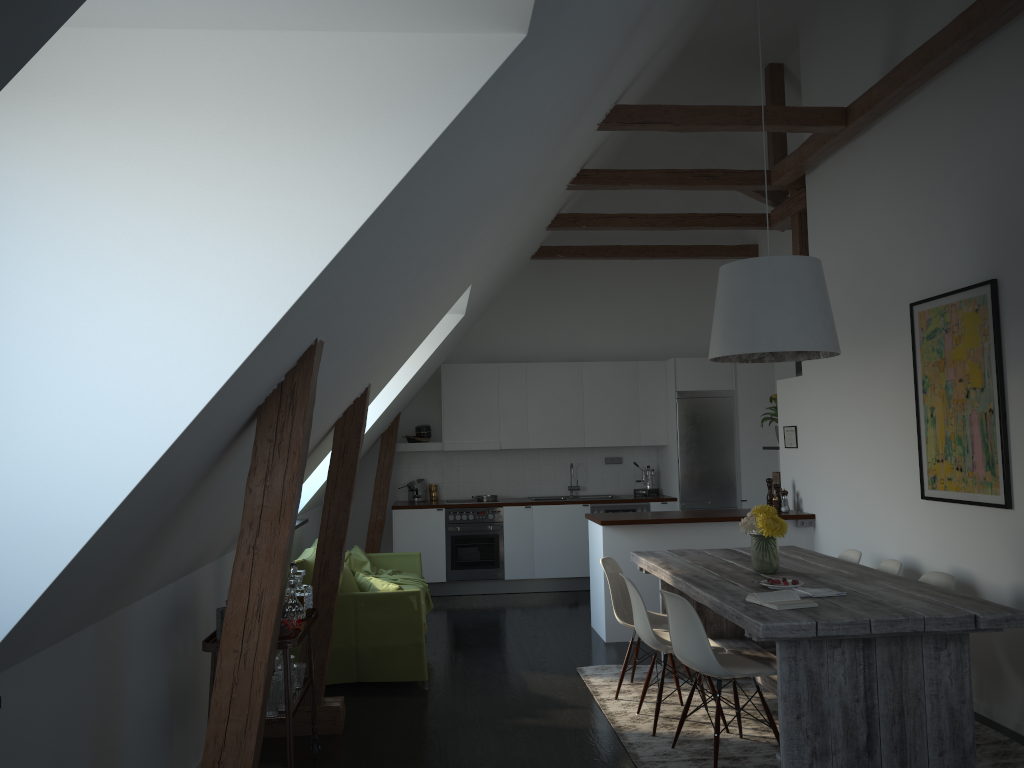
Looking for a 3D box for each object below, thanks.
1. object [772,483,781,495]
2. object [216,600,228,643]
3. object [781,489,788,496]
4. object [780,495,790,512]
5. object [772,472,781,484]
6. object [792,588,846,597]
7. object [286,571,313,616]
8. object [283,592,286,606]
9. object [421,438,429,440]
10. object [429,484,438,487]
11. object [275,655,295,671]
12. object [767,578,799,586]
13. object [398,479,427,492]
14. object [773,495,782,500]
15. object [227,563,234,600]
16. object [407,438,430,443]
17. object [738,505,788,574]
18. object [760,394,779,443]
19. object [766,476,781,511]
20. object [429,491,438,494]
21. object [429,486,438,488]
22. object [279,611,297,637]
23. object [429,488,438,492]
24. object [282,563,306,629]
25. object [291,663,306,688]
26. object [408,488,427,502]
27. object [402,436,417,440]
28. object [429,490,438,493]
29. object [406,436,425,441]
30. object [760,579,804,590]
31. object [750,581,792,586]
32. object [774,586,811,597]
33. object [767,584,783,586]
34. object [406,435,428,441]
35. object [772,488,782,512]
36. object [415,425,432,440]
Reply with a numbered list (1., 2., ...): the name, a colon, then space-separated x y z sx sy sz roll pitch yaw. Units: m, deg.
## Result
1. object: 2.481 0.919 7.762 0.287 0.101 0.329 -1 -4 -10
2. object: -1.172 0.996 3.709 0.052 0.182 0.135 -4 -4 32
3. object: 2.203 0.937 7.163 0.058 0.184 0.058 -1 -4 -8
4. object: 2.181 0.958 7.090 0.069 0.135 0.069 1 -4 -30
5. object: 2.480 0.818 7.779 0.329 0.101 0.287 -2 -4 5
6. object: 1.438 0.970 4.148 0.182 0.016 0.179 -1 -4 -10
7. object: -1.032 1.014 4.299 0.101 0.211 0.101 -2 -4 10
8. object: -1.083 0.956 4.083 0.081 0.307 0.081 -1 -4 1
9. object: -0.991 0.579 9.451 0.335 0.031 0.065 -5 -5 42
10. object: -0.847 1.102 9.557 0.100 0.047 0.099 -1 -4 -9
11. object: -1.087 1.367 4.244 0.095 0.119 0.095 2 -5 -43
12. object: 1.330 0.971 4.347 0.132 0.034 0.144 1 -5 -33
13. object: -1.085 1.101 9.468 0.371 0.169 0.203 1 -5 -33
14. object: 2.483 1.018 7.755 0.329 0.101 0.287 -2 -4 5
15. object: -1.193 0.934 3.831 0.073 0.320 0.073 0 -4 -14
16. object: -0.990 0.600 9.448 0.243 0.056 0.350 0 -4 -16
17. object: 1.375 0.840 4.818 0.233 0.365 0.293 1 -5 -34
18. object: 2.444 0.307 7.860 0.493 0.486 0.506 -2 -4 15
19. object: 2.131 0.893 7.216 0.123 0.283 0.061 -1 -4 -5
20. object: -0.845 1.179 9.558 0.099 0.043 0.100 0 -4 -17
21. object: -0.848 1.122 9.557 0.100 0.036 0.100 -3 -4 23
22. object: -1.044 1.046 3.862 0.245 0.092 0.151 -3 -4 24
23. object: -0.848 1.139 9.556 0.100 0.036 0.100 2 -5 -38
24. object: -0.991 0.955 4.006 0.114 0.292 0.114 1 -5 -33
25. object: -1.014 1.370 4.161 0.092 0.099 0.092 1 -4 -27
26. object: -0.985 1.176 9.441 0.200 0.154 0.348 0 -4 -25
27. object: -1.066 0.589 9.481 0.357 0.075 0.244 1 -5 -34
28. object: -0.847 1.157 9.559 0.099 0.057 0.101 -2 -4 7
29. object: -1.026 0.580 9.393 0.065 0.065 0.332 2 -5 -38
30. object: 1.318 0.982 4.335 0.205 0.024 0.205 0 -4 -13
31. object: 1.264 0.972 4.325 0.194 0.022 0.019 -2 -4 10
32. object: 1.353 0.974 4.157 0.182 0.014 0.185 1 -4 -31
33. object: 1.301 0.979 4.332 0.110 0.011 0.058 -1 -4 -1
34. object: -1.015 0.574 9.404 0.331 0.077 0.061 -5 -5 43
35. object: 2.127 0.933 7.129 0.080 0.192 0.058 0 -4 -21
36. object: -0.953 0.518 9.520 0.190 0.166 0.200 2 -5 -42
